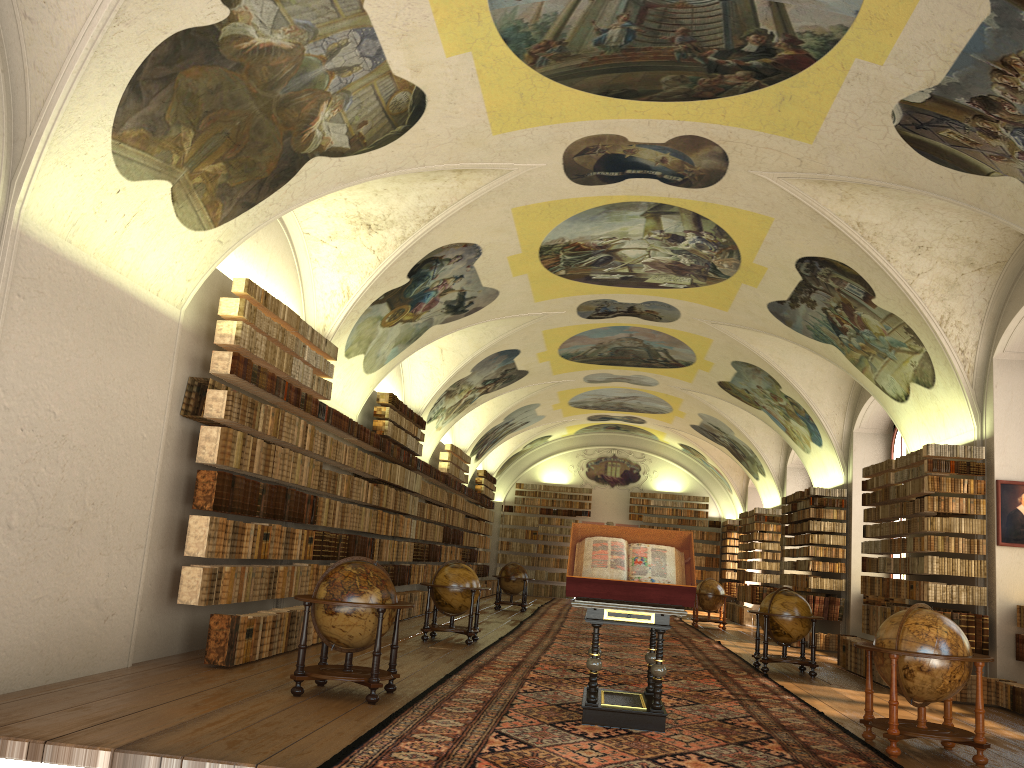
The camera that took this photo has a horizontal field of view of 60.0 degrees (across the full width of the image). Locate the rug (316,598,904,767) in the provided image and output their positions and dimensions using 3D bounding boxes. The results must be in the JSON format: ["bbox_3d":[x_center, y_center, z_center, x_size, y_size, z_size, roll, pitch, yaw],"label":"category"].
[{"bbox_3d":[2.252,5.444,18.971,4.703,0.064,37.040,3,-11,6],"label":"rug"}]

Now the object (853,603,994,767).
[{"bbox_3d":[4.088,2.924,8.845,1.280,1.444,1.282,-5,-14,43],"label":"object"}]

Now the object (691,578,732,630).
[{"bbox_3d":[5.815,6.442,26.108,1.282,1.444,1.280,14,-14,-40],"label":"object"}]

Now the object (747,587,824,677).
[{"bbox_3d":[4.745,4.261,15.407,1.281,1.444,1.281,11,-12,-30],"label":"object"}]

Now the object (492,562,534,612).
[{"bbox_3d":[0.013,6.098,26.765,1.282,1.444,1.280,14,-14,-40],"label":"object"}]

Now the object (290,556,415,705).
[{"bbox_3d":[-1.706,2.578,9.490,1.281,1.444,1.281,11,-12,-30],"label":"object"}]

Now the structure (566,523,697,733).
[{"bbox_3d":[1.202,2.524,9.378,1.245,1.974,1.898,4,-11,6],"label":"structure"}]

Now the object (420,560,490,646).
[{"bbox_3d":[-1.051,3.915,16.052,1.280,1.444,1.282,-5,-14,43],"label":"object"}]
